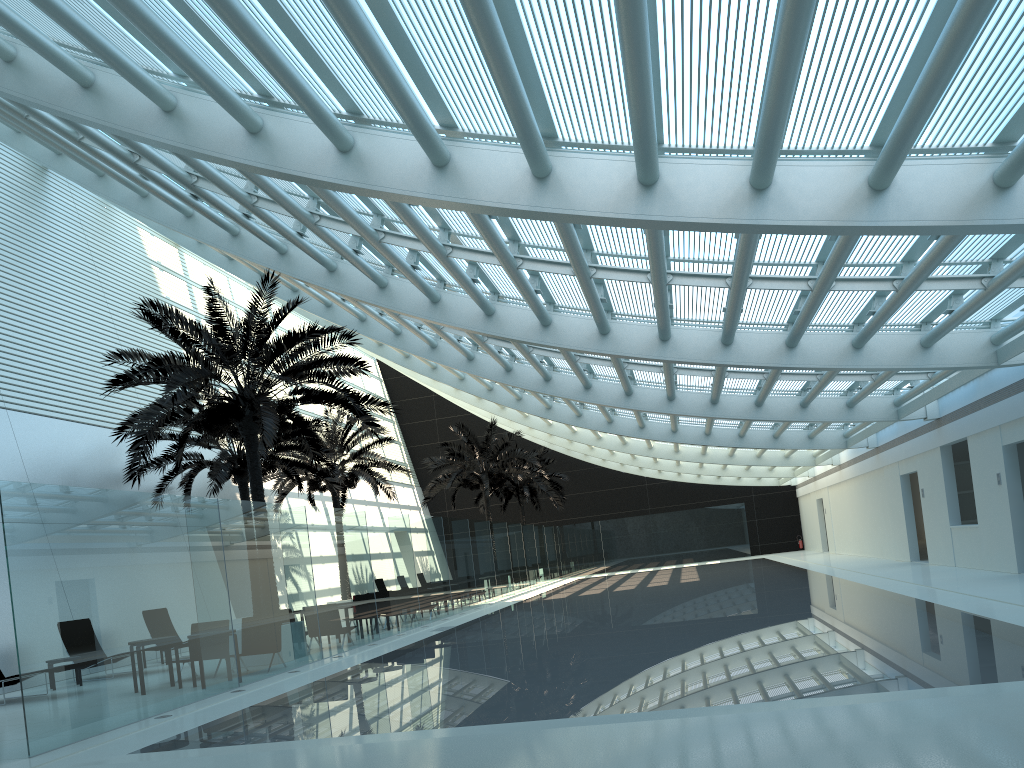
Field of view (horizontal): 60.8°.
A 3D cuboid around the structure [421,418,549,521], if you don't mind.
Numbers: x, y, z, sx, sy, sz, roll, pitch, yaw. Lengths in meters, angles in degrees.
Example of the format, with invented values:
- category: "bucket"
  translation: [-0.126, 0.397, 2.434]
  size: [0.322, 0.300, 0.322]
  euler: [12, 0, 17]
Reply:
- category: "structure"
  translation: [-0.962, 4.848, 34.503]
  size: [4.832, 6.914, 4.500]
  euler: [-7, -4, 4]

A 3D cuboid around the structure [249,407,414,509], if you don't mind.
- category: "structure"
  translation: [-5.687, 4.145, 27.823]
  size: [4.363, 6.790, 4.619]
  euler: [-11, -6, 44]

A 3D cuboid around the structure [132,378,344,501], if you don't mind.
- category: "structure"
  translation: [-6.666, 3.102, 21.854]
  size: [4.626, 6.730, 4.355]
  euler: [-6, -4, -11]

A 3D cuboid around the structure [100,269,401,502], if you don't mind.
- category: "structure"
  translation: [-4.729, 1.526, 15.588]
  size: [4.883, 6.914, 4.453]
  euler: [-9, -5, 29]

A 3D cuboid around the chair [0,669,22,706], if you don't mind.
- category: "chair"
  translation: [-7.865, 4.491, 13.964]
  size: [2.046, 1.140, 0.932]
  euler: [-9, -5, 11]

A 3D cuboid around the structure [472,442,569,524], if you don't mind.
- category: "structure"
  translation: [0.669, 6.258, 42.545]
  size: [4.442, 6.912, 4.898]
  euler: [-6, -4, -11]
